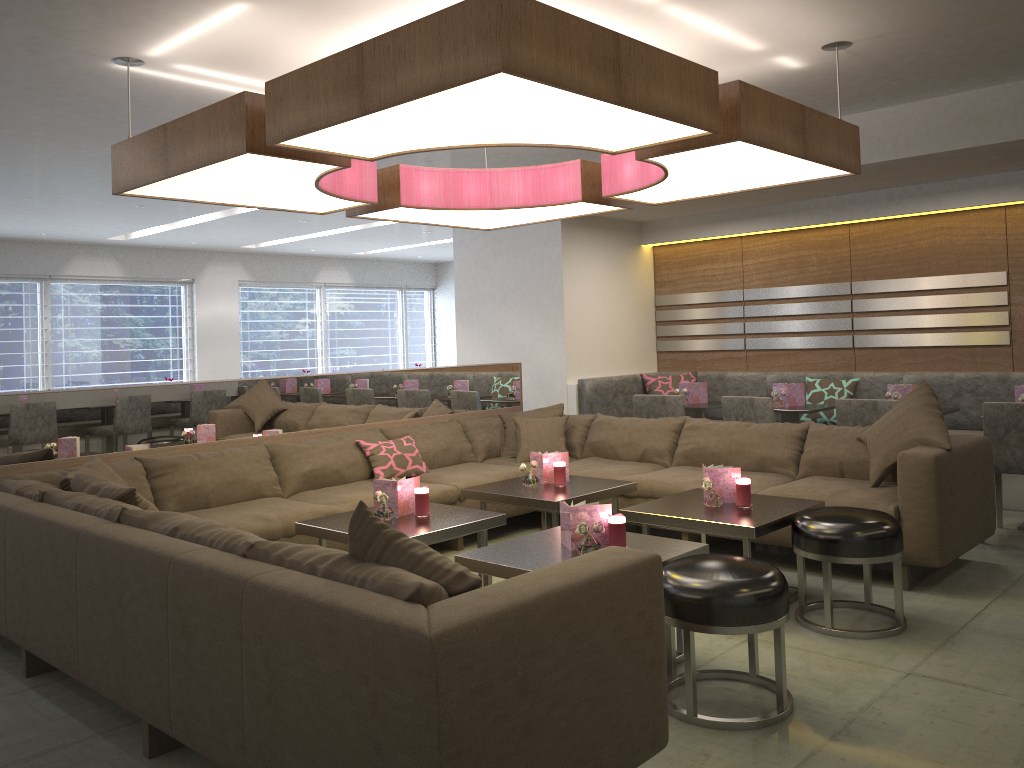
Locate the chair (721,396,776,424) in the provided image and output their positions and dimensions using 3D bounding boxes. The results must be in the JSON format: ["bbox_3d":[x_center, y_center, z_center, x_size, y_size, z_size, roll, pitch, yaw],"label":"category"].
[{"bbox_3d":[1.704,0.450,5.876,0.492,0.763,0.476,-2,0,-40],"label":"chair"}]

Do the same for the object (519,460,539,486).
[{"bbox_3d":[0.092,0.469,4.652,0.102,0.132,0.091,-2,0,8],"label":"object"}]

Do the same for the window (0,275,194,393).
[{"bbox_3d":[-6.670,-0.135,9.104,0.158,2.074,7.112,-3,1,43],"label":"window"}]

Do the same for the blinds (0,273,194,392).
[{"bbox_3d":[-6.601,-0.160,9.026,0.045,2.045,7.107,-3,1,43],"label":"blinds"}]

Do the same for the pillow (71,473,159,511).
[{"bbox_3d":[-1.500,0.520,3.456,0.493,0.340,0.312,-1,1,37],"label":"pillow"}]

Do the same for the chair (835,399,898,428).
[{"bbox_3d":[2.259,0.458,5.350,0.492,0.763,0.476,-2,0,-45],"label":"chair"}]

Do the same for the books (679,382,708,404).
[{"bbox_3d":[1.381,0.069,6.736,0.157,0.165,0.143,-2,0,-27],"label":"books"}]

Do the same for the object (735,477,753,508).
[{"bbox_3d":[1.020,0.476,3.895,0.075,0.129,0.075,-2,0,5],"label":"object"}]

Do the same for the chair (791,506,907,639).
[{"bbox_3d":[1.355,0.732,3.571,0.422,0.451,0.423,-2,1,24],"label":"chair"}]

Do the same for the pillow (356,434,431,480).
[{"bbox_3d":[-0.691,0.436,5.209,0.180,0.253,0.464,-2,1,39],"label":"pillow"}]

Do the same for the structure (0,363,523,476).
[{"bbox_3d":[-1.277,0.455,5.298,0.223,1.009,3.779,-3,1,43],"label":"structure"}]

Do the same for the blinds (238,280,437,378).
[{"bbox_3d":[-2.502,-0.519,13.435,0.045,2.046,3.656,-3,0,43],"label":"blinds"}]

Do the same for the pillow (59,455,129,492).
[{"bbox_3d":[-1.781,0.511,3.866,0.297,0.357,0.502,-2,1,-15],"label":"pillow"}]

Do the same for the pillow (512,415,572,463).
[{"bbox_3d":[0.198,0.372,5.728,0.380,0.323,0.235,-2,0,-2],"label":"pillow"}]

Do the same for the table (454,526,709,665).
[{"bbox_3d":[0.262,0.807,3.201,0.657,0.412,0.658,0,2,43],"label":"table"}]

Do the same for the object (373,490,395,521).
[{"bbox_3d":[-0.566,0.531,3.873,0.095,0.129,0.101,-2,0,26],"label":"object"}]

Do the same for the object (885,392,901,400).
[{"bbox_3d":[2.401,0.107,5.561,0.094,0.126,0.101,-2,0,7],"label":"object"}]

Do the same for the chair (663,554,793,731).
[{"bbox_3d":[0.674,0.792,2.838,0.422,0.451,0.423,-2,1,39],"label":"chair"}]

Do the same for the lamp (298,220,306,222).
[{"bbox_3d":[-2.198,-1.708,9.273,0.089,0.007,0.089,-2,3,-2],"label":"lamp"}]

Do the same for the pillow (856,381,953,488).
[{"bbox_3d":[1.910,0.243,4.289,0.299,0.513,0.620,-2,1,-33],"label":"pillow"}]

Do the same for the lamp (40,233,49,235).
[{"bbox_3d":[-5.078,-1.627,9.604,0.089,0.007,0.089,-2,3,-2],"label":"lamp"}]

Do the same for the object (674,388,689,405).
[{"bbox_3d":[1.272,0.093,6.609,0.107,0.126,0.094,-2,0,-4],"label":"object"}]

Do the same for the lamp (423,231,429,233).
[{"bbox_3d":[-1.020,-1.811,10.540,0.089,0.007,0.089,-2,3,-2],"label":"lamp"}]

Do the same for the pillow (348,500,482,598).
[{"bbox_3d":[-0.246,0.483,2.253,0.531,0.405,0.279,-1,0,32],"label":"pillow"}]

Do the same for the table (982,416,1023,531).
[{"bbox_3d":[3.053,0.498,5.059,0.505,0.655,0.506,-2,0,43],"label":"table"}]

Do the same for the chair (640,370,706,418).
[{"bbox_3d":[1.342,0.111,7.351,0.491,0.428,0.295,-2,0,-4],"label":"chair"}]

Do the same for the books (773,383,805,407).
[{"bbox_3d":[1.944,0.076,6.212,0.157,0.165,0.143,-2,0,-27],"label":"books"}]

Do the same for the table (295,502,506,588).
[{"bbox_3d":[-0.482,0.797,3.893,0.657,0.412,0.658,0,2,43],"label":"table"}]

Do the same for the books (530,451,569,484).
[{"bbox_3d":[0.203,0.448,4.774,0.157,0.165,0.143,-2,0,-27],"label":"books"}]

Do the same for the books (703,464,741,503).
[{"bbox_3d":[0.964,0.458,4.063,0.157,0.165,0.143,-2,0,8],"label":"books"}]

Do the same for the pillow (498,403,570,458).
[{"bbox_3d":[0.142,0.335,5.932,0.526,0.395,0.292,-2,0,12],"label":"pillow"}]

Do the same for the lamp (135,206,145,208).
[{"bbox_3d":[-3.368,-1.605,8.014,0.089,0.007,0.089,-2,3,-2],"label":"lamp"}]

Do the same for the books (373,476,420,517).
[{"bbox_3d":[-0.497,0.510,3.994,0.258,0.165,0.143,-2,0,7],"label":"books"}]

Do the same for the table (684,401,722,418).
[{"bbox_3d":[1.371,0.477,6.623,0.505,0.655,0.506,-2,0,43],"label":"table"}]

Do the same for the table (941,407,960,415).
[{"bbox_3d":[2.493,0.491,5.581,0.505,0.655,0.506,-2,0,43],"label":"table"}]

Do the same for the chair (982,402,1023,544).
[{"bbox_3d":[2.834,0.466,4.807,0.476,0.763,0.492,-2,0,39],"label":"chair"}]

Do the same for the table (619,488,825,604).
[{"bbox_3d":[0.945,0.747,3.935,0.657,0.412,0.658,0,2,43],"label":"table"}]

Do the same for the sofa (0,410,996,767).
[{"bbox_3d":[-0.023,0.640,4.117,3.175,0.676,3.771,1,4,43],"label":"sofa"}]

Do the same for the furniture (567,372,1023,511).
[{"bbox_3d":[1.938,0.466,4.449,5.641,0.854,4.263,1,4,43],"label":"furniture"}]

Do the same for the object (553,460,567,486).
[{"bbox_3d":[0.250,0.466,4.620,0.075,0.129,0.075,-2,-1,15],"label":"object"}]

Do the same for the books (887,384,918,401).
[{"bbox_3d":[2.517,0.083,5.679,0.157,0.165,0.143,-2,0,8],"label":"books"}]

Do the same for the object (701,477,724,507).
[{"bbox_3d":[0.891,0.479,3.933,0.095,0.129,0.106,-2,0,3],"label":"object"}]

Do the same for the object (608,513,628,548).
[{"bbox_3d":[0.378,0.534,3.175,0.075,0.129,0.075,-2,0,5],"label":"object"}]

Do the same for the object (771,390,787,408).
[{"bbox_3d":[1.837,0.100,6.093,0.110,0.126,0.091,-2,0,-14],"label":"object"}]

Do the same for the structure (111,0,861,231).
[{"bbox_3d":[-0.102,-1.224,4.061,2.443,0.619,2.446,0,4,43],"label":"structure"}]

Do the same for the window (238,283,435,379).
[{"bbox_3d":[-2.584,-0.492,13.499,0.158,2.075,3.664,-3,0,43],"label":"window"}]

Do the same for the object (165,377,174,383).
[{"bbox_3d":[-3.649,0.062,9.397,0.154,0.277,0.104,-2,-1,40],"label":"object"}]

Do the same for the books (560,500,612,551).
[{"bbox_3d":[0.274,0.520,3.277,0.157,0.165,0.143,-2,0,-12],"label":"books"}]

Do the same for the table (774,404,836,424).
[{"bbox_3d":[1.932,0.484,6.102,0.505,0.655,0.506,-2,0,43],"label":"table"}]

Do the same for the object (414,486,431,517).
[{"bbox_3d":[-0.400,0.522,3.936,0.075,0.129,0.075,-2,-1,15],"label":"object"}]

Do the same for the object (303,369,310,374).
[{"bbox_3d":[-2.485,-0.040,10.649,0.154,0.277,0.104,-2,-1,40],"label":"object"}]

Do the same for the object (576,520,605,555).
[{"bbox_3d":[0.315,0.540,3.140,0.193,0.126,0.095,-2,0,-15],"label":"object"}]

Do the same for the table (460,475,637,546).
[{"bbox_3d":[0.200,0.737,4.627,0.657,0.412,0.658,0,2,43],"label":"table"}]

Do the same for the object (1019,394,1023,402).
[{"bbox_3d":[2.955,0.114,5.050,0.095,0.126,0.105,-2,0,43],"label":"object"}]

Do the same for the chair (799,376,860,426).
[{"bbox_3d":[2.368,0.145,6.612,0.426,0.396,0.219,-1,0,44],"label":"chair"}]

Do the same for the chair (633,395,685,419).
[{"bbox_3d":[1.159,0.444,6.365,0.476,0.763,0.492,-2,0,35],"label":"chair"}]

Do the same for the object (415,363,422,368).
[{"bbox_3d":[-1.273,-0.146,11.953,0.154,0.277,0.104,-2,-1,40],"label":"object"}]

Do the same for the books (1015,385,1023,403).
[{"bbox_3d":[3.062,0.090,5.172,0.157,0.165,0.143,-2,0,-27],"label":"books"}]
